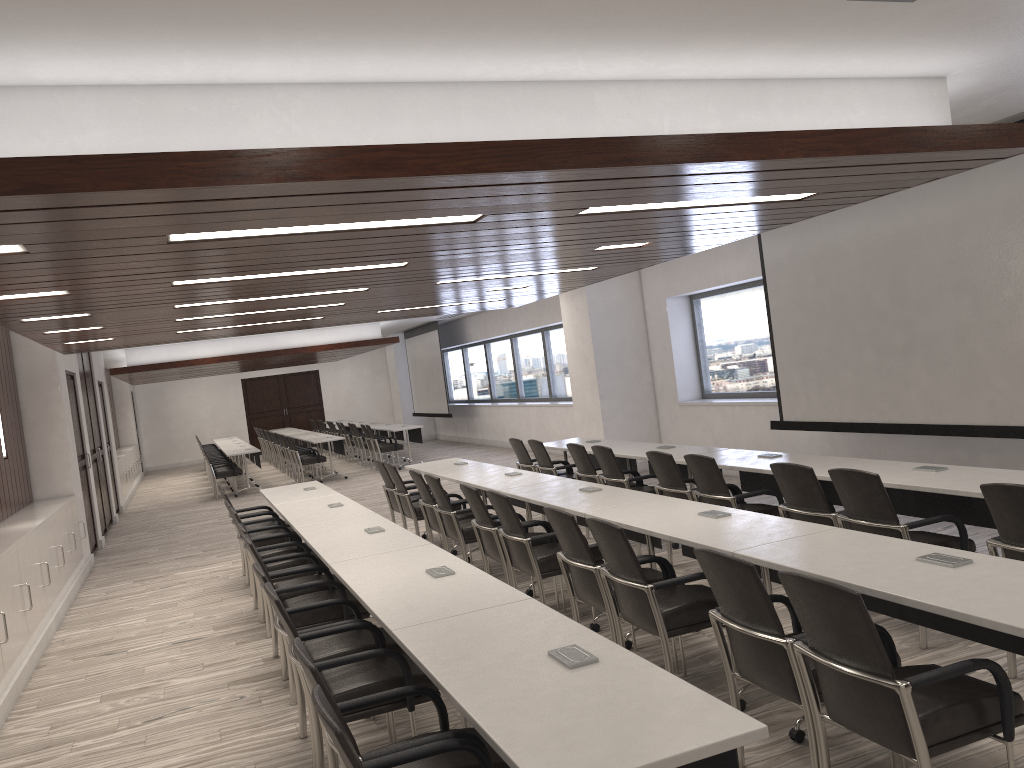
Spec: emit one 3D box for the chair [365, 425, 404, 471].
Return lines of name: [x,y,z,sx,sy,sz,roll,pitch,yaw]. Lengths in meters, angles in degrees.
chair: [-2.447,1.205,17.135,0.638,0.939,0.513,-8,1,-20]

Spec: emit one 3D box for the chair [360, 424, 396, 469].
chair: [-2.628,1.218,17.625,0.638,0.939,0.513,-8,1,-21]

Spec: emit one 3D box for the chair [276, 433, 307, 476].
chair: [-4.533,1.446,18.530,0.638,0.939,0.513,-8,1,-21]

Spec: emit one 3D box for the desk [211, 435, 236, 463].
desk: [-7.622,1.811,23.593,0.577,0.795,1.509,-8,1,-20]

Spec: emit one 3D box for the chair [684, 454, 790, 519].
chair: [1.614,0.910,6.245,0.638,0.939,0.513,-8,1,-21]

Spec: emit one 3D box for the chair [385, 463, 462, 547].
chair: [-0.844,1.179,8.573,0.638,0.939,0.513,-8,1,-21]

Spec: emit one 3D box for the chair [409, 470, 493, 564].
chair: [-0.500,1.154,7.631,0.638,0.939,0.513,-8,1,-20]

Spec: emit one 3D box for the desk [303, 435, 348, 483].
desk: [-3.564,1.425,16.993,0.577,0.795,1.509,-8,1,-20]

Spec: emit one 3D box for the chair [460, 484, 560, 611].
chair: [0.023,1.117,6.215,0.638,0.939,0.513,-8,1,-20]

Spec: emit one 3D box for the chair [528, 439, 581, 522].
chair: [0.555,0.987,9.099,0.638,0.939,0.513,-8,1,-20]

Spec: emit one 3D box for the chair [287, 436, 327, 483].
chair: [-3.825,1.394,16.614,0.638,0.939,0.513,-8,1,-21]

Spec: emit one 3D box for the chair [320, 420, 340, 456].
chair: [-4.562,1.358,22.835,0.638,0.939,0.513,-8,1,-21]

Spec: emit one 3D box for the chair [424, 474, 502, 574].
chair: [-0.320,1.141,7.140,0.638,0.939,0.513,-8,1,-21]

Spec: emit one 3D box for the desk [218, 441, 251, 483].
desk: [-6.032,1.696,19.309,0.577,0.795,1.509,-8,1,-20]

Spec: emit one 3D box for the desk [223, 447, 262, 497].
desk: [-4.975,1.619,16.464,0.577,0.795,1.509,-8,1,-20]

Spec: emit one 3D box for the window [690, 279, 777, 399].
window: [3.774,-0.596,8.835,0.118,1.419,6.968,-8,1,-20]

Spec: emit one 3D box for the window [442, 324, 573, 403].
window: [0.115,-0.331,18.687,0.118,1.419,10.452,-8,1,-20]

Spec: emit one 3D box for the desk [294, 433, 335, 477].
desk: [-4.094,1.464,18.420,0.577,0.795,1.509,-8,1,-20]

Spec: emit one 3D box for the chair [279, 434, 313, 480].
chair: [-4.353,1.433,18.043,0.638,0.939,0.513,-8,1,-21]

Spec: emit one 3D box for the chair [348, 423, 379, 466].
chair: [-3.144,1.255,19.059,0.638,0.939,0.513,-8,1,-21]

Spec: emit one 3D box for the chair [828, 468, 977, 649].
chair: [2.131,0.873,4.814,0.638,0.939,0.513,-8,1,-20]

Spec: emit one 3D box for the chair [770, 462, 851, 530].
chair: [1.953,0.886,5.308,0.638,0.939,0.513,-8,1,-21]

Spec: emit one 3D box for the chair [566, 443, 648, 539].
chair: [0.897,0.962,8.164,0.638,0.939,0.513,-8,1,-20]

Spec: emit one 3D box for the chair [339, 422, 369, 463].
chair: [-3.503,1.282,19.982,0.638,0.939,0.513,-8,1,-20]

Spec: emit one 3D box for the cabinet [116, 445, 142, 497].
cabinet: [-8.709,1.879,19.842,0.476,0.698,7.540,-8,1,-20]

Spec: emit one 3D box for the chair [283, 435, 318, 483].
chair: [-4.022,1.409,17.109,0.638,0.939,0.513,-8,1,-21]

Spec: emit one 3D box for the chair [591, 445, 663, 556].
chair: [1.084,0.948,7.675,0.638,0.939,0.513,-8,1,-20]

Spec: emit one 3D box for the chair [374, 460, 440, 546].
chair: [-1.025,1.192,9.068,0.638,0.939,0.513,-8,1,-21]

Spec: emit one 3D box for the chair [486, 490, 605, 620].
chair: [0.224,1.101,5.725,0.638,0.939,0.513,-8,1,-21]

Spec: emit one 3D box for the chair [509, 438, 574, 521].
chair: [0.359,1.002,9.582,0.638,0.939,0.513,-8,1,-20]

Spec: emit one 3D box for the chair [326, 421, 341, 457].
chair: [-4.199,1.331,21.905,0.638,0.939,0.513,-8,1,-21]

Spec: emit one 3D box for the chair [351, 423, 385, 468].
chair: [-2.978,1.244,18.564,0.638,0.939,0.513,-8,1,-20]

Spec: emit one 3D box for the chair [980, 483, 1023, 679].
chair: [2.474,0.849,3.884,0.638,0.939,0.513,-8,1,-21]

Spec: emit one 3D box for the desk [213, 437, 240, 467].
desk: [-7.092,1.772,22.166,0.577,0.795,1.509,-8,1,-20]

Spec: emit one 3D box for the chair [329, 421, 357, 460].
chair: [-4.022,1.319,21.410,0.638,0.939,0.513,-8,1,-20]

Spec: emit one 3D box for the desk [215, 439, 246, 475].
desk: [-6.561,1.734,20.736,0.577,0.795,1.509,-8,1,-20]

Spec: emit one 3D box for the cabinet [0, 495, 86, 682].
cabinet: [-3.687,1.515,6.315,0.476,0.698,7.540,-8,1,-20]

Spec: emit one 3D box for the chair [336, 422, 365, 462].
chair: [-3.684,1.295,20.475,0.638,0.939,0.513,-8,1,-20]

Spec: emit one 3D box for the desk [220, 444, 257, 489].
desk: [-5.505,1.657,17.891,0.577,0.795,1.509,-8,1,-20]

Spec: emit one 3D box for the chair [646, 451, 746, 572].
chair: [1.419,0.925,6.732,0.638,0.939,0.513,-8,1,-20]

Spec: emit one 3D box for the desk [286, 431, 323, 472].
desk: [-4.621,1.502,19.838,0.577,0.795,1.509,-8,1,-20]

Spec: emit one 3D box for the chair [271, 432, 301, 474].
chair: [-4.890,1.472,19.466,0.638,0.939,0.513,-8,1,-20]
